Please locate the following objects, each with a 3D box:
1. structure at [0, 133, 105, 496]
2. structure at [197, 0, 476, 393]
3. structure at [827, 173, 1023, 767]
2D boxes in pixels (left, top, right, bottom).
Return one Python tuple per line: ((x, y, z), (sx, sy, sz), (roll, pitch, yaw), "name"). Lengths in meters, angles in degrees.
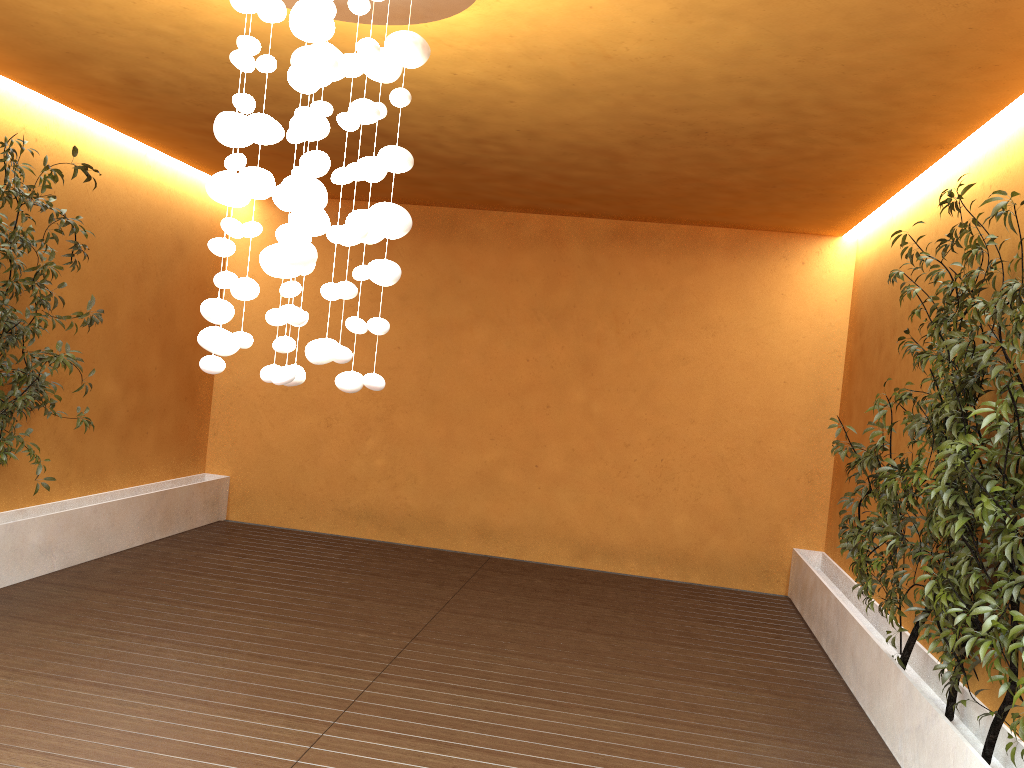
((-3.055, -0.272, 4.108), (0.622, 2.483, 3.166), (6, 1, 8), "structure")
((-0.672, -0.739, 3.043), (1.002, 1.529, 1.002), (5, 1, -33), "structure")
((1.773, 0.234, 3.330), (0.622, 2.483, 3.166), (6, 1, 8), "structure")
